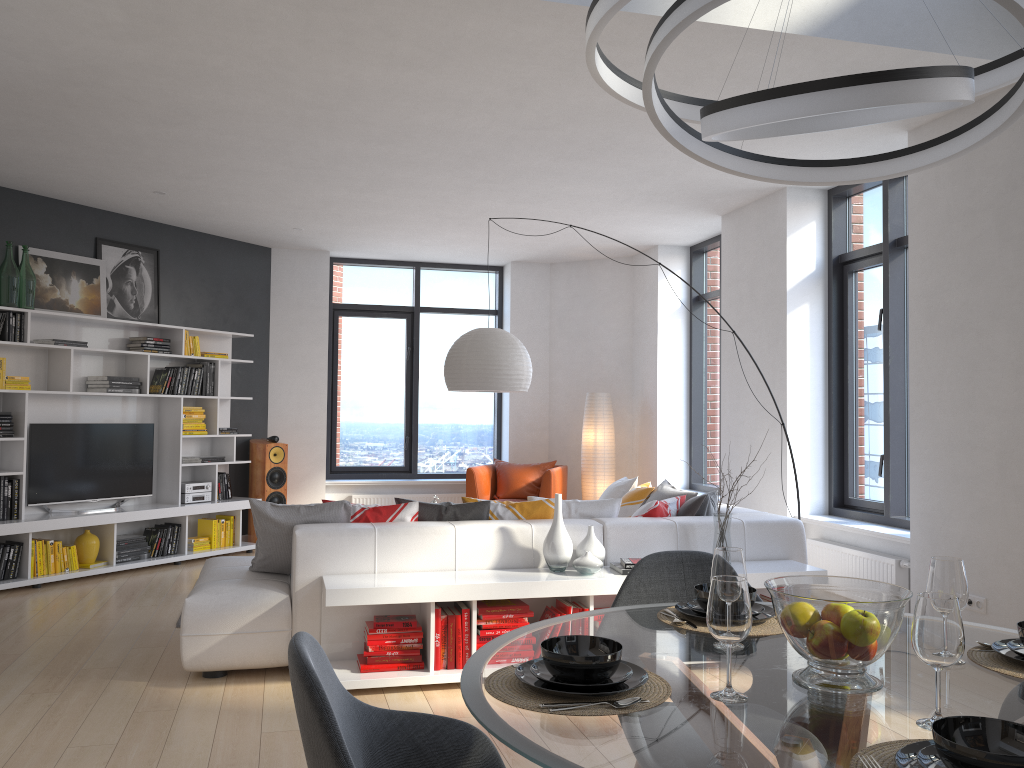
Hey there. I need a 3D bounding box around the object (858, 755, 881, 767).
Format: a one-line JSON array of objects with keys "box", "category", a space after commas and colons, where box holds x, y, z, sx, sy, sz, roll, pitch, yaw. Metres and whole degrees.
[{"box": [0.681, 0.563, 1.266, 0.309, 0.015, 0.206, 1, -2, -5], "category": "object"}]

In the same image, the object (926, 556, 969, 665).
[{"box": [0.943, 0.489, 1.922, 0.083, 0.220, 0.083, -1, -3, 36], "category": "object"}]

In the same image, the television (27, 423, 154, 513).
[{"box": [-3.404, 0.673, 7.220, 0.207, 0.704, 1.102, -1, -2, 31], "category": "television"}]

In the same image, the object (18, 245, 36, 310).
[{"box": [-3.701, -0.802, 6.735, 0.157, 0.507, 0.157, -1, -3, 44], "category": "object"}]

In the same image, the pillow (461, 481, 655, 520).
[{"box": [0.412, 0.893, 5.800, 0.630, 0.440, 2.095, -1, -3, 33], "category": "pillow"}]

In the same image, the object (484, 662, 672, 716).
[{"box": [0.126, 0.582, 1.716, 0.360, 0.002, 0.360, 2, -3, -40], "category": "object"}]

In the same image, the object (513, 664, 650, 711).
[{"box": [0.129, 0.573, 1.710, 0.206, 0.015, 0.309, 1, -2, -10], "category": "object"}]

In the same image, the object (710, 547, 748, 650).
[{"box": [0.496, 0.488, 2.030, 0.083, 0.220, 0.083, 3, -3, -43], "category": "object"}]

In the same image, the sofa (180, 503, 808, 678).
[{"box": [-0.258, 1.144, 5.903, 3.424, 0.732, 2.614, 1, -2, -14], "category": "sofa"}]

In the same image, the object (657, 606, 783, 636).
[{"box": [0.558, 0.608, 2.299, 0.360, 0.002, 0.360, -1, -2, 28], "category": "object"}]

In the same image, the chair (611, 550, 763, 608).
[{"box": [0.548, 0.938, 2.371, 0.655, 0.891, 0.619, 1, -2, -8], "category": "chair"}]

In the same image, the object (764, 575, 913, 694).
[{"box": [0.646, 0.497, 1.763, 0.278, 0.184, 0.278, 1, -2, -6], "category": "object"}]

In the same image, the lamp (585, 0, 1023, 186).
[{"box": [0.673, -2.726, 1.890, 1.000, 4.513, 1.000, 1, -2, -13], "category": "lamp"}]

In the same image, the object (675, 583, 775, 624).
[{"box": [0.556, 0.570, 2.312, 0.258, 0.074, 0.258, 2, -3, -34], "category": "object"}]

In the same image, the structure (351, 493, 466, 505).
[{"box": [-0.979, 1.406, 9.495, 1.474, 0.460, 0.110, 1, -2, -14], "category": "structure"}]

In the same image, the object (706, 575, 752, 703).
[{"box": [0.405, 0.473, 1.654, 0.083, 0.220, 0.083, 0, -2, 14], "category": "object"}]

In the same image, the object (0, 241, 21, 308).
[{"box": [-3.731, -0.809, 6.572, 0.157, 0.507, 0.157, -1, -3, 44], "category": "object"}]

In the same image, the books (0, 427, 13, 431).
[{"box": [-3.823, 0.323, 6.450, 0.209, 0.030, 0.266, -1, -2, 29], "category": "books"}]

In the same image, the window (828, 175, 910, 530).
[{"box": [2.574, -0.261, 5.927, 0.170, 2.402, 1.310, 1, -2, -14], "category": "window"}]

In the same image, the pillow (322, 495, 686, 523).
[{"box": [0.037, 0.875, 5.142, 2.250, 0.449, 0.575, 1, -2, -17], "category": "pillow"}]

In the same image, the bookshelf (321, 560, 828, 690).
[{"box": [0.363, 1.215, 4.527, 2.600, 0.500, 0.356, 1, -2, -14], "category": "bookshelf"}]

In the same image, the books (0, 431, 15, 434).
[{"box": [-3.804, 0.351, 6.446, 0.189, 0.025, 0.270, -1, -2, 30], "category": "books"}]

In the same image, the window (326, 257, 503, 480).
[{"box": [-1.076, -0.153, 9.865, 1.960, 2.402, 0.170, 1, -2, -14], "category": "window"}]

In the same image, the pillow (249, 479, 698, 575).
[{"box": [-0.139, 0.854, 5.440, 2.953, 0.453, 0.647, 2, -2, -27], "category": "pillow"}]

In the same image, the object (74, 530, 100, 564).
[{"box": [-3.354, 1.280, 6.995, 0.185, 0.257, 0.185, 0, -2, 8], "category": "object"}]

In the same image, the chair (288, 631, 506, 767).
[{"box": [-0.099, 0.903, 1.621, 0.619, 0.891, 0.655, 1, -2, -13], "category": "chair"}]

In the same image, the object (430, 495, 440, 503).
[{"box": [-0.654, 0.950, 6.540, 0.330, 0.265, 0.330, 0, -2, 10], "category": "object"}]

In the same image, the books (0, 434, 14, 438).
[{"box": [-3.803, 0.377, 6.443, 0.189, 0.026, 0.263, -1, -2, 29], "category": "books"}]

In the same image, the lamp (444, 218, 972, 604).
[{"box": [1.064, 0.187, 5.575, 3.199, 2.647, 0.710, 0, -2, 22], "category": "lamp"}]

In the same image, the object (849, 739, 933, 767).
[{"box": [0.672, 0.570, 1.260, 0.360, 0.002, 0.360, 2, -3, -40], "category": "object"}]

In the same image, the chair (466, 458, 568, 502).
[{"box": [0.084, 1.195, 8.919, 0.896, 0.858, 0.843, 0, -2, 18], "category": "chair"}]

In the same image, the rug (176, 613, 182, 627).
[{"box": [-1.121, 1.513, 6.433, 2.326, 0.016, 1.662, 1, -2, -15], "category": "rug"}]

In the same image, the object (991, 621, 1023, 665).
[{"box": [1.174, 0.561, 1.900, 0.258, 0.074, 0.258, 0, -2, 5], "category": "object"}]

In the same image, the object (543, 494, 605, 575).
[{"box": [0.320, 0.768, 4.591, 0.316, 0.398, 0.319, 0, -2, 10], "category": "object"}]

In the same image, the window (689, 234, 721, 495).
[{"box": [1.999, -0.184, 8.154, 0.170, 2.402, 1.310, 1, -2, -14], "category": "window"}]

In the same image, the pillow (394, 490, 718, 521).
[{"box": [0.352, 0.855, 5.232, 2.120, 0.436, 0.608, 1, -2, -19], "category": "pillow"}]

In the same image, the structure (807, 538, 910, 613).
[{"box": [2.246, 1.300, 5.755, 0.110, 0.460, 1.015, 1, -2, -14], "category": "structure"}]

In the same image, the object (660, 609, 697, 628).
[{"box": [0.549, 0.600, 2.297, 0.309, 0.015, 0.206, 1, -2, -10], "category": "object"}]

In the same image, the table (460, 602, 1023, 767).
[{"box": [0.644, 0.972, 1.758, 1.499, 0.764, 1.499, 2, -2, -25], "category": "table"}]

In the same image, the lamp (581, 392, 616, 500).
[{"box": [1.021, 0.859, 8.883, 0.804, 1.550, 0.502, -1, -3, 36], "category": "lamp"}]

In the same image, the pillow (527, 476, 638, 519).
[{"box": [0.542, 0.887, 6.092, 0.580, 0.456, 2.156, 0, -2, 11], "category": "pillow"}]

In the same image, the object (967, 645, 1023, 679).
[{"box": [1.173, 0.599, 1.893, 0.360, 0.002, 0.360, -1, -2, 28], "category": "object"}]

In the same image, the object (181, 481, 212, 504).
[{"box": [-2.895, 0.971, 7.958, 0.270, 0.174, 0.285, -1, -2, 31], "category": "object"}]

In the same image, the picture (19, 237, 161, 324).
[{"box": [-3.458, -0.872, 7.351, 0.076, 0.707, 1.279, -1, -2, 31], "category": "picture"}]

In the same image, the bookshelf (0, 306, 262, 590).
[{"box": [-3.304, 0.499, 7.178, 0.455, 2.052, 3.000, -1, -2, 31], "category": "bookshelf"}]

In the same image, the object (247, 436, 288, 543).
[{"box": [-2.419, 1.047, 8.682, 0.290, 1.088, 0.434, 3, -3, -44], "category": "object"}]

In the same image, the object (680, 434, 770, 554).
[{"box": [1.172, 0.609, 4.735, 0.406, 0.744, 0.607, 0, -2, 26], "category": "object"}]

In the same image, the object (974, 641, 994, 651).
[{"box": [1.162, 0.591, 1.900, 0.206, 0.015, 0.309, 1, -2, -10], "category": "object"}]

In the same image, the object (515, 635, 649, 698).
[{"box": [0.134, 0.544, 1.718, 0.258, 0.074, 0.258, 2, -3, -34], "category": "object"}]

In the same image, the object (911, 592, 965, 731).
[{"box": [0.725, 0.471, 1.509, 0.083, 0.220, 0.083, -1, -3, 36], "category": "object"}]

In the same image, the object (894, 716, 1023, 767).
[{"box": [0.680, 0.532, 1.250, 0.258, 0.074, 0.258, 0, -2, 5], "category": "object"}]
